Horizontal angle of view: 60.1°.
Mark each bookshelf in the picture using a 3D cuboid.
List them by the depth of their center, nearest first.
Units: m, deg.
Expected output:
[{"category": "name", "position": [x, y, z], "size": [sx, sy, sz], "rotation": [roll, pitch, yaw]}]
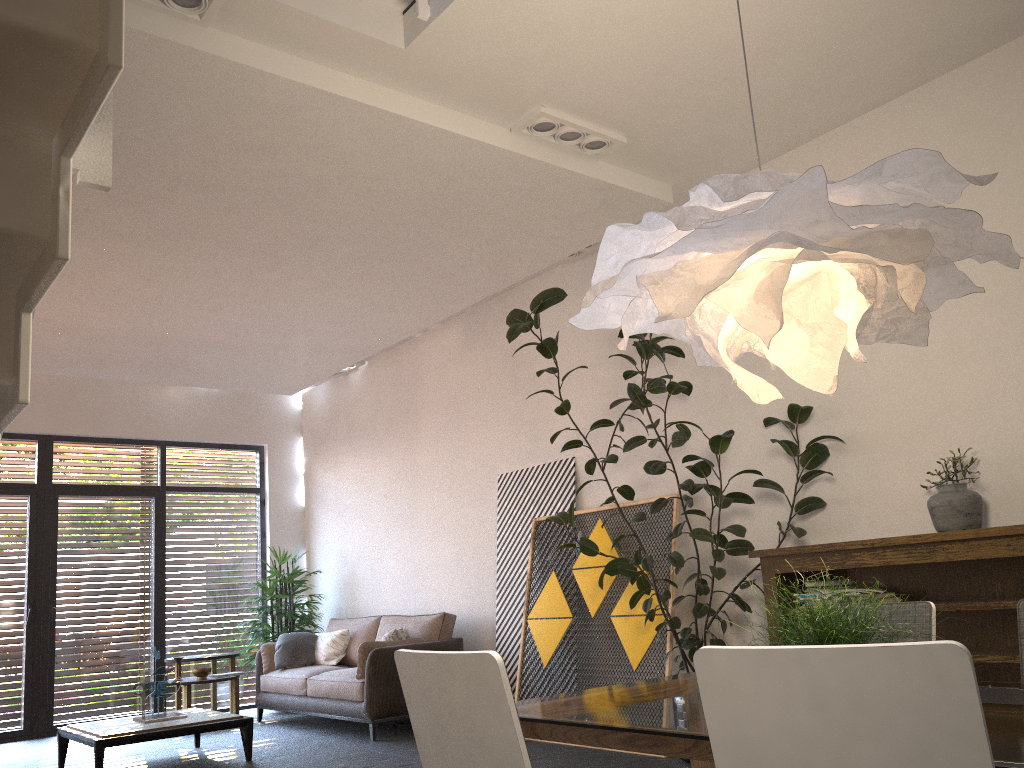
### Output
[{"category": "bookshelf", "position": [2.110, 1.297, 4.185], "size": [0.452, 1.160, 1.935], "rotation": [5, -15, -38]}]

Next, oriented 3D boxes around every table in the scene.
[{"category": "table", "position": [0.817, 1.110, 2.047], "size": [0.999, 0.707, 1.814], "rotation": [6, -16, -38]}, {"category": "table", "position": [-2.582, 2.582, 6.378], "size": [1.052, 0.304, 1.125], "rotation": [6, -17, -38]}]

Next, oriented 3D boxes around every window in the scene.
[{"category": "window", "position": [-4.670, 1.928, 8.734], "size": [4.954, 2.998, 0.463], "rotation": [6, -14, -38]}]

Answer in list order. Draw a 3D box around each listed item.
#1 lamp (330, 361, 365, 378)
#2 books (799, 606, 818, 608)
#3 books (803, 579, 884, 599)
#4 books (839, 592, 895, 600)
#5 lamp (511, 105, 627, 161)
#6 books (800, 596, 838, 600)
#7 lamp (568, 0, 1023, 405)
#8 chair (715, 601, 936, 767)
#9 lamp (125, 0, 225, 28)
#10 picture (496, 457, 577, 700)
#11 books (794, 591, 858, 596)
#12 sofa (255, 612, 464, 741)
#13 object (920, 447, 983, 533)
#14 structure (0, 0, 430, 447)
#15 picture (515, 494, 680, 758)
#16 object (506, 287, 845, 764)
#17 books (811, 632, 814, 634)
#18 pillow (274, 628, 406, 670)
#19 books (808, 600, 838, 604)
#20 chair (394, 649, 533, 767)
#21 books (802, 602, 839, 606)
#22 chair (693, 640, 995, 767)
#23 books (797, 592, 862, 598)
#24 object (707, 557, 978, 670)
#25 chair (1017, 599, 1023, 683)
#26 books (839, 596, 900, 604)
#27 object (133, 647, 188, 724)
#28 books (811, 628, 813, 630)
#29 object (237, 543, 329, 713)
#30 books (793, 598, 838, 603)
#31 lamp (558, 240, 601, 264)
[{"category": "lamp", "position": [-1.846, -0.181, 9.511], "size": [0.254, 0.065, 0.650], "rotation": [6, -17, -38]}, {"category": "books", "position": [1.719, 1.184, 4.743], "size": [0.319, 0.011, 0.254], "rotation": [-10, -15, 24]}, {"category": "books", "position": [1.764, 1.100, 4.733], "size": [0.322, 0.108, 0.276], "rotation": [-3, -13, -4]}, {"category": "books", "position": [1.835, 1.098, 4.583], "size": [0.167, 0.023, 0.229], "rotation": [5, -16, -34]}, {"category": "lamp", "position": [0.326, -1.411, 4.966], "size": [0.646, 0.065, 0.255], "rotation": [7, -17, -38]}, {"category": "books", "position": [1.720, 1.144, 4.757], "size": [0.319, 0.011, 0.254], "rotation": [-9, -14, 22]}, {"category": "lamp", "position": [0.551, -2.472, 2.717], "size": [1.118, 5.161, 1.071], "rotation": [2, -12, -28]}, {"category": "chair", "position": [0.978, 1.146, 2.679], "size": [0.602, 0.910, 0.479], "rotation": [2, -13, -29]}, {"category": "lamp", "position": [-1.494, -1.624, 3.531], "size": [0.646, 0.065, 0.255], "rotation": [7, -17, -38]}, {"category": "picture", "position": [0.172, 1.630, 6.846], "size": [0.208, 1.999, 0.965], "rotation": [4, -14, -38]}, {"category": "books", "position": [1.709, 1.130, 4.786], "size": [0.319, 0.011, 0.254], "rotation": [-11, -15, 27]}, {"category": "sofa", "position": [-1.411, 2.563, 7.950], "size": [0.996, 0.910, 2.340], "rotation": [5, -16, -38]}, {"category": "object", "position": [2.142, 0.521, 4.324], "size": [0.276, 0.408, 0.388], "rotation": [-10, -13, 28]}, {"category": "structure", "position": [0.793, -2.843, 1.683], "size": [4.243, 8.226, 8.529], "rotation": [5, -15, -38]}, {"category": "picture", "position": [0.550, 1.653, 6.144], "size": [0.387, 1.589, 1.510], "rotation": [4, -14, -38]}, {"category": "object", "position": [0.952, 0.614, 5.306], "size": [2.019, 3.168, 0.913], "rotation": [-10, -12, 28]}, {"category": "books", "position": [1.715, 1.330, 4.750], "size": [0.221, 0.023, 0.149], "rotation": [-5, -13, 2]}, {"category": "pillow", "position": [-1.547, 2.380, 7.933], "size": [0.620, 0.339, 1.909], "rotation": [6, -16, -38]}, {"category": "books", "position": [1.744, 1.159, 4.737], "size": [0.319, 0.011, 0.255], "rotation": [-8, -14, 17]}, {"category": "chair", "position": [0.105, 1.048, 2.007], "size": [0.602, 0.910, 0.479], "rotation": [4, -14, -36]}, {"category": "books", "position": [1.729, 1.172, 4.742], "size": [0.319, 0.011, 0.255], "rotation": [-9, -14, 20]}, {"category": "chair", "position": [0.678, 0.893, 1.522], "size": [0.477, 0.910, 0.604], "rotation": [-12, -14, 36]}, {"category": "books", "position": [1.714, 1.138, 4.777], "size": [0.319, 0.011, 0.254], "rotation": [-9, -14, 22]}, {"category": "object", "position": [0.786, 0.606, 2.159], "size": [0.533, 0.363, 0.673], "rotation": [8, -17, -42]}, {"category": "chair", "position": [1.357, 0.972, 2.058], "size": [0.603, 0.910, 0.479], "rotation": [5, -14, -38]}, {"category": "books", "position": [1.846, 1.124, 4.574], "size": [0.180, 0.033, 0.245], "rotation": [5, -16, -35]}, {"category": "object", "position": [-0.808, -0.754, 3.106], "size": [0.366, 4.429, 8.995], "rotation": [1, -14, -27]}, {"category": "books", "position": [1.720, 1.308, 4.752], "size": [0.206, 0.020, 0.156], "rotation": [-13, -16, 35]}, {"category": "object", "position": [-2.413, 2.541, 9.286], "size": [0.915, 1.706, 0.987], "rotation": [-7, -12, 16]}, {"category": "books", "position": [1.710, 1.157, 4.766], "size": [0.320, 0.011, 0.254], "rotation": [-12, -16, 32]}, {"category": "lamp", "position": [0.529, -1.046, 6.564], "size": [0.254, 0.065, 0.650], "rotation": [6, -17, -38]}]
